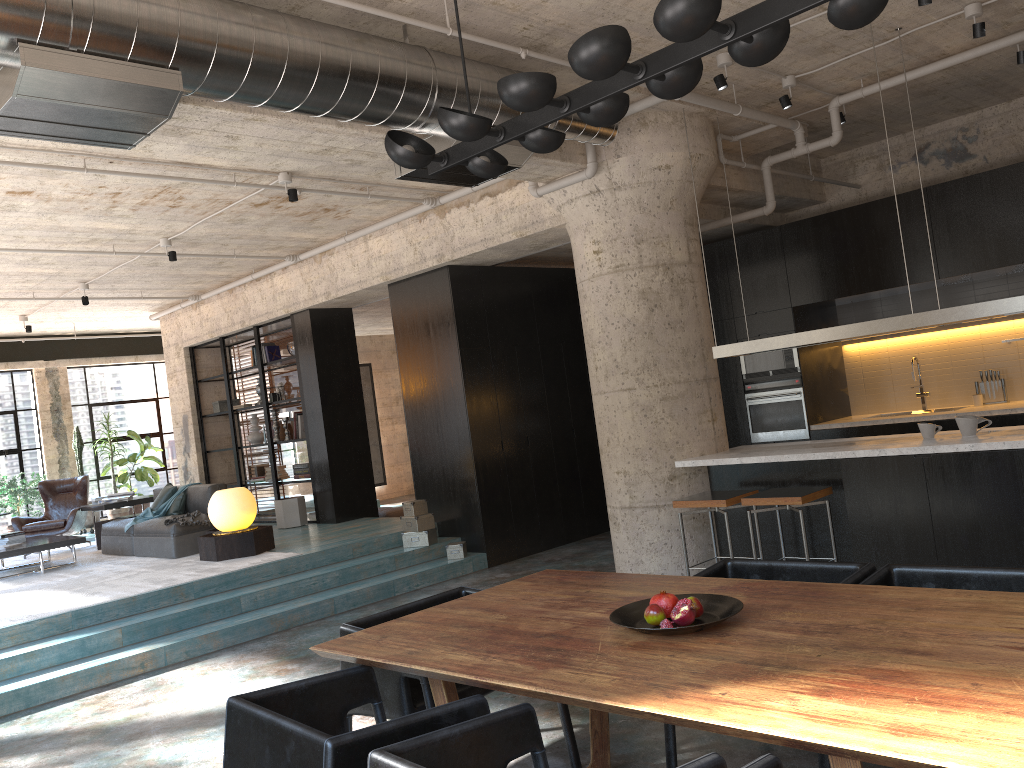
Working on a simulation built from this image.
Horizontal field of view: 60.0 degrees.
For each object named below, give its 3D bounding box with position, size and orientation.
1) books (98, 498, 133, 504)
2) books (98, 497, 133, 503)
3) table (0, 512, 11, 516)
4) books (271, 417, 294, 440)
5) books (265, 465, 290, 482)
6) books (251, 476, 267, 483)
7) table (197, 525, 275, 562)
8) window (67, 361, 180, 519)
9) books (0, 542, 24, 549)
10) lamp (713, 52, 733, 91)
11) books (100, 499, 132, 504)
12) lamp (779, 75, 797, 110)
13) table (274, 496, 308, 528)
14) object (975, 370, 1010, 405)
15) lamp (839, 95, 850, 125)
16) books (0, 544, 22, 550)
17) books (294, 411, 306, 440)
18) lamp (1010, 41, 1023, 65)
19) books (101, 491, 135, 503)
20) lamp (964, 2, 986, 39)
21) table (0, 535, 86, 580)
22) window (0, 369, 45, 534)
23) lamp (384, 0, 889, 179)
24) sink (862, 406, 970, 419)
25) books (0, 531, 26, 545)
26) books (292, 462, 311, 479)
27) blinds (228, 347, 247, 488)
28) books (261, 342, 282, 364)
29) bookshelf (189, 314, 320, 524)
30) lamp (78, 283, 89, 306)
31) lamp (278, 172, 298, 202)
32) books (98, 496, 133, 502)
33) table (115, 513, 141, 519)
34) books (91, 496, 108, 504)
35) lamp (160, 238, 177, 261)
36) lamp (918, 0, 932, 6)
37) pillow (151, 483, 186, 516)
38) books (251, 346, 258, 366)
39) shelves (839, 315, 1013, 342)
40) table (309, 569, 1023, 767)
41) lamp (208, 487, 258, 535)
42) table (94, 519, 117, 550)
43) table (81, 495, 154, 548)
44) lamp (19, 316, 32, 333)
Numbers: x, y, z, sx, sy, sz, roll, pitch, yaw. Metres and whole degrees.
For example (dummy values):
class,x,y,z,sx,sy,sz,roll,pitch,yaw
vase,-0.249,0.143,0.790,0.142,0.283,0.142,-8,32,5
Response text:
class,x,y,z,sx,sy,sz,roll,pitch,yaw
books,-4.920,1.450,11.007,0.318,0.011,0.252,-8,-2,22
books,-4.928,1.441,11.025,0.318,0.011,0.252,-8,-2,22
table,-7.995,2.212,12.229,0.715,0.530,2.004,-9,-2,43
books,-3.166,0.635,12.210,0.147,0.299,0.547,-6,-2,-45
books,-3.168,1.203,11.956,0.257,0.188,0.306,-8,-2,10
books,-3.402,1.301,12.179,0.319,0.068,0.231,-9,-2,37
table,-2.820,1.579,8.831,0.616,0.230,1.044,-6,-2,-45
window,-6.488,0.914,15.015,1.780,2.530,0.081,-6,-2,-45
books,-5.375,1.719,9.362,0.252,0.011,0.318,-8,-2,4
lamp,1.483,-2.183,6.218,0.145,0.236,0.107,-8,-2,28
books,-4.930,1.462,11.017,0.318,0.011,0.252,-9,-2,32
lamp,2.141,-2.253,6.877,0.145,0.236,0.107,-8,-2,28
table,-2.690,1.559,10.795,0.365,0.340,0.316,-7,-2,-15
object,4.644,0.028,8.607,0.291,0.336,0.060,-9,-2,39
lamp,2.810,-2.324,7.546,0.145,0.236,0.107,-8,-2,28
books,-5.379,1.730,9.355,0.252,0.011,0.318,-8,-2,-1
books,-2.715,0.528,11.484,0.216,0.354,0.256,-6,-2,-45
lamp,3.767,-2.480,6.588,0.107,0.236,0.145,-8,-2,28
books,-4.878,1.409,10.977,0.322,0.109,0.273,-7,-2,-5
lamp,3.086,-2.407,5.907,0.107,0.236,0.145,-8,-2,28
table,-5.400,1.907,9.741,0.900,0.309,1.500,-6,-2,-45
window,-8.070,1.083,13.432,1.780,2.530,0.081,-6,-2,-45
lamp,0.221,-1.564,2.931,0.583,1.327,1.813,-6,-2,-45
sink,4.022,0.350,8.826,0.458,0.134,0.890,-6,-2,-45
books,-5.603,1.722,9.893,0.322,0.116,0.279,-9,-2,30
books,-2.624,1.115,11.526,0.274,0.197,0.393,-6,-2,-45
blinds,-3.000,0.719,12.229,0.136,3.160,2.915,-6,-2,-45
books,-3.217,-0.404,11.770,0.221,0.298,0.258,-6,-2,-45
bookshelf,-3.272,0.555,11.979,0.628,2.571,2.900,-6,-2,-45
lamp,-5.035,-1.055,10.460,0.107,0.252,0.144,-7,-2,-13
lamp,-1.819,-1.592,7.187,0.107,0.215,0.141,-8,-2,28
books,-4.934,1.431,11.032,0.318,0.011,0.252,-8,-2,27
table,-4.542,1.790,10.855,0.420,0.390,0.413,-6,-2,-45
books,-5.216,1.476,11.329,0.278,0.075,0.320,-6,-2,-40
lamp,-3.425,-1.333,8.829,0.107,0.215,0.141,-8,-2,28
lamp,2.411,-2.335,5.231,0.107,0.236,0.145,-8,-2,28
pillow,-3.956,1.339,10.141,0.320,0.393,0.670,-6,-2,-39
books,-3.387,-0.373,11.947,0.216,0.290,0.231,-6,-2,-45
shelves,4.997,-0.718,8.071,0.403,0.043,4.362,-6,-2,-45
table,0.598,1.160,2.861,1.299,0.756,2.410,-6,-2,-45
lamp,-2.744,1.239,8.716,0.462,0.417,0.462,-7,-2,-17
table,-5.047,1.884,11.162,0.365,0.340,0.316,-8,-2,15
table,-4.918,1.762,11.323,0.800,0.570,0.800,-6,-2,-45
lamp,-6.632,-0.812,12.093,0.143,0.223,0.107,-7,-2,-32
